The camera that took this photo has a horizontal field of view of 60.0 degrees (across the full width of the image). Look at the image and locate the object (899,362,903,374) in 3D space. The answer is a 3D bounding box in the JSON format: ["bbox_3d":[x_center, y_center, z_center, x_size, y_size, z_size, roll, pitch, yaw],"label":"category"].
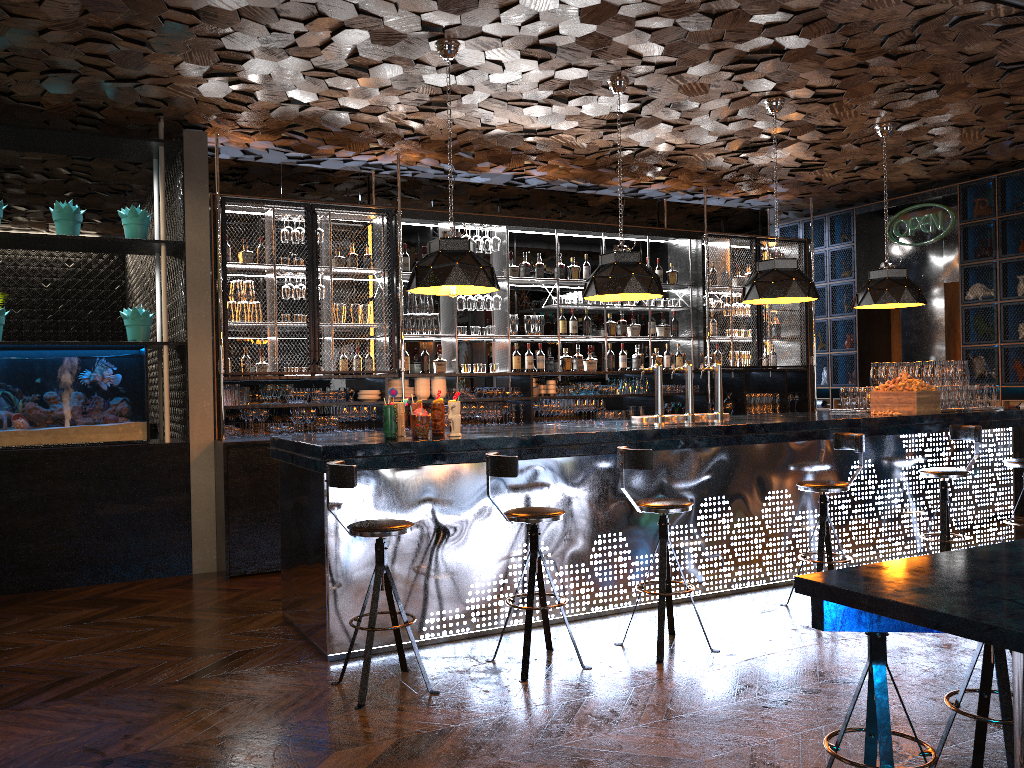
[{"bbox_3d":[3.442,-0.089,7.923,0.105,0.209,0.105,-1,0,-3],"label":"object"}]

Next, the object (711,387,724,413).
[{"bbox_3d":[2.281,0.194,9.931,0.170,0.313,0.170,-1,0,-33],"label":"object"}]

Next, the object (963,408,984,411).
[{"bbox_3d":[3.729,0.212,7.522,0.273,0.019,0.437,-1,0,-28],"label":"object"}]

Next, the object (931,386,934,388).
[{"bbox_3d":[3.449,0.121,7.340,0.105,0.209,0.105,-1,0,-3],"label":"object"}]

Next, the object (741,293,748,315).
[{"bbox_3d":[2.652,-0.913,10.130,0.092,0.244,0.092,-1,0,-33],"label":"object"}]

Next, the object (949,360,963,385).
[{"bbox_3d":[3.723,-0.094,7.433,0.105,0.209,0.105,-1,0,-3],"label":"object"}]

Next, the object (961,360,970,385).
[{"bbox_3d":[3.802,-0.096,7.479,0.105,0.209,0.105,-1,0,-3],"label":"object"}]

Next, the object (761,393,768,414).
[{"bbox_3d":[2.882,0.222,10.107,0.079,0.231,0.079,-1,0,-1],"label":"object"}]

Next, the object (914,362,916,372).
[{"bbox_3d":[3.583,-0.091,7.870,0.105,0.209,0.105,-1,0,-3],"label":"object"}]

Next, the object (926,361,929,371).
[{"bbox_3d":[3.511,-0.090,7.450,0.105,0.209,0.105,-1,0,-3],"label":"object"}]

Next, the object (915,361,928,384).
[{"bbox_3d":[3.414,-0.087,7.393,0.105,0.209,0.105,-1,0,-3],"label":"object"}]

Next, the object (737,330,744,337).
[{"bbox_3d":[2.619,-0.577,10.182,0.089,0.092,0.089,-1,0,-27],"label":"object"}]

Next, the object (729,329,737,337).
[{"bbox_3d":[2.510,-0.574,10.061,0.089,0.092,0.089,-1,0,-43],"label":"object"}]

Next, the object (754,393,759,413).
[{"bbox_3d":[2.802,0.224,10.159,0.079,0.231,0.079,-1,0,-18],"label":"object"}]

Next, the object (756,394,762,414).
[{"bbox_3d":[2.794,0.224,10.062,0.079,0.231,0.079,-1,0,39],"label":"object"}]

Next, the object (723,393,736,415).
[{"bbox_3d":[2.432,0.223,9.947,0.158,0.248,0.158,-1,0,-33],"label":"object"}]

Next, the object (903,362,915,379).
[{"bbox_3d":[3.505,-0.090,7.824,0.105,0.209,0.105,-1,0,-3],"label":"object"}]

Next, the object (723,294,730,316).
[{"bbox_3d":[2.478,-0.909,10.225,0.092,0.244,0.092,-1,0,-33],"label":"object"}]

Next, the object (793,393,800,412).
[{"bbox_3d":[3.316,0.216,10.369,0.101,0.227,0.101,-1,0,40],"label":"object"}]

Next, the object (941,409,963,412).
[{"bbox_3d":[3.483,0.217,7.383,0.273,0.019,0.437,-1,0,-28],"label":"object"}]

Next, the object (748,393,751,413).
[{"bbox_3d":[2.789,0.224,10.354,0.079,0.231,0.079,-1,0,-2],"label":"object"}]

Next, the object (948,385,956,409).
[{"bbox_3d":[3.695,0.115,7.479,0.105,0.209,0.105,-1,0,-3],"label":"object"}]

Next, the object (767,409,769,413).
[{"bbox_3d":[2.965,0.221,10.249,0.079,0.231,0.079,-1,0,42],"label":"object"}]

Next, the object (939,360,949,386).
[{"bbox_3d":[3.555,-0.090,7.341,0.105,0.209,0.105,-1,0,-3],"label":"object"}]

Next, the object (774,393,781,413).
[{"bbox_3d":[3.054,0.219,10.195,0.079,0.231,0.079,-1,0,-31],"label":"object"}]

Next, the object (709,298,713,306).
[{"bbox_3d":[2.211,-0.913,9.944,0.089,0.092,0.089,-1,0,-2],"label":"object"}]

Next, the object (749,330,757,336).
[{"bbox_3d":[2.774,-0.580,10.195,0.089,0.092,0.089,-1,0,-43],"label":"object"}]

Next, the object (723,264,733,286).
[{"bbox_3d":[2.467,-1.239,10.140,0.083,0.282,0.083,-1,0,-28],"label":"object"}]

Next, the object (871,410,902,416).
[{"bbox_3d":[2.952,0.228,6.979,0.198,0.045,0.377,-1,0,11],"label":"object"}]

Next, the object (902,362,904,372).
[{"bbox_3d":[3.539,-0.091,7.980,0.105,0.209,0.105,-1,0,-3],"label":"object"}]

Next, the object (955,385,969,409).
[{"bbox_3d":[3.737,0.115,7.371,0.105,0.209,0.105,-1,0,-3],"label":"object"}]

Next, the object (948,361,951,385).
[{"bbox_3d":[3.757,-0.095,7.589,0.105,0.209,0.105,-1,0,-3],"label":"object"}]

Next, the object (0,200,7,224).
[{"bbox_3d":[-3.969,-1.270,6.680,0.245,0.325,0.265,-1,0,27],"label":"object"}]

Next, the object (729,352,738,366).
[{"bbox_3d":[2.554,-0.268,10.203,0.105,0.209,0.105,-1,0,-43],"label":"object"}]

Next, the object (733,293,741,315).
[{"bbox_3d":[2.555,-0.911,10.079,0.092,0.244,0.092,-1,0,-33],"label":"object"}]

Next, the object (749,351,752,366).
[{"bbox_3d":[2.775,-0.272,10.315,0.105,0.209,0.105,-1,0,-43],"label":"object"}]

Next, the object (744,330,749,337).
[{"bbox_3d":[2.732,-0.579,10.376,0.089,0.092,0.089,-1,0,-43],"label":"object"}]

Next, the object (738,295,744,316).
[{"bbox_3d":[2.664,-0.913,10.322,0.092,0.244,0.092,-1,0,-33],"label":"object"}]

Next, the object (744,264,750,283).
[{"bbox_3d":[2.745,-1.244,10.285,0.083,0.282,0.083,-1,0,-43],"label":"object"}]

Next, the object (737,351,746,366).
[{"bbox_3d":[2.613,-0.269,10.105,0.105,0.209,0.105,-1,0,-43],"label":"object"}]

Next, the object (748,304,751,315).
[{"bbox_3d":[2.740,-0.915,10.176,0.092,0.244,0.092,-1,0,-33],"label":"object"}]

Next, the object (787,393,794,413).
[{"bbox_3d":[3.207,0.218,10.267,0.101,0.227,0.101,-1,0,40],"label":"object"}]

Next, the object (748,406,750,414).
[{"bbox_3d":[2.712,0.226,10.221,0.079,0.231,0.079,-1,0,5],"label":"object"}]

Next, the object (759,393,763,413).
[{"bbox_3d":[2.879,0.222,10.206,0.079,0.231,0.079,-1,0,-26],"label":"object"}]

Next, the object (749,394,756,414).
[{"bbox_3d":[2.721,0.226,10.021,0.079,0.231,0.079,-1,0,-31],"label":"object"}]

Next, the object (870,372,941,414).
[{"bbox_3d":[3.215,0.070,7.227,0.340,0.332,0.464,-1,0,-24],"label":"object"}]

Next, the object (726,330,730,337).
[{"bbox_3d":[2.497,-0.574,10.168,0.089,0.092,0.089,-1,0,29],"label":"object"}]

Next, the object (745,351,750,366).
[{"bbox_3d":[2.691,-0.271,10.216,0.105,0.209,0.105,-1,0,-43],"label":"object"}]

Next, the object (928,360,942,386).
[{"bbox_3d":[3.477,-0.089,7.294,0.105,0.209,0.105,-1,0,-3],"label":"object"}]

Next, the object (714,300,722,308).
[{"bbox_3d":[2.314,-0.895,9.984,0.089,0.092,0.089,-1,0,23],"label":"object"}]

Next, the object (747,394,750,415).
[{"bbox_3d":[2.631,0.228,9.972,0.079,0.231,0.079,-1,0,8],"label":"object"}]

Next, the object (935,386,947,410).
[{"bbox_3d":[3.491,0.120,7.232,0.105,0.209,0.105,-1,0,-3],"label":"object"}]

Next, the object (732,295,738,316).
[{"bbox_3d":[2.576,-0.911,10.276,0.092,0.244,0.092,-1,0,-33],"label":"object"}]

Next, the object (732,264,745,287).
[{"bbox_3d":[2.605,-1.239,10.213,0.123,0.279,0.123,-1,0,-24],"label":"object"}]

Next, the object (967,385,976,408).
[{"bbox_3d":[3.830,0.113,7.434,0.105,0.209,0.105,-1,0,-3],"label":"object"}]

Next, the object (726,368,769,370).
[{"bbox_3d":[2.702,-0.176,10.190,0.437,0.019,0.273,-1,0,-28],"label":"object"}]

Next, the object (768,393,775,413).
[{"bbox_3d":[2.964,0.221,10.146,0.079,0.231,0.079,-1,0,8],"label":"object"}]

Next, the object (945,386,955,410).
[{"bbox_3d":[3.583,0.118,7.295,0.105,0.209,0.105,-1,0,-3],"label":"object"}]

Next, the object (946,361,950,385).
[{"bbox_3d":[3.661,-0.093,7.532,0.105,0.209,0.105,-1,0,-3],"label":"object"}]
